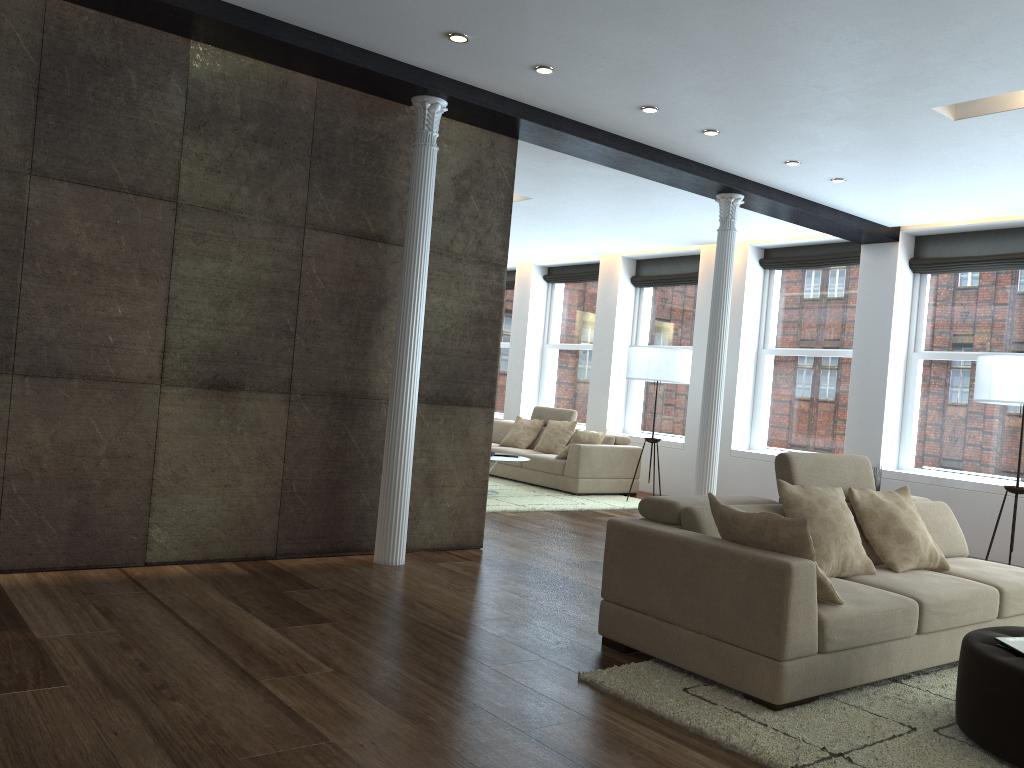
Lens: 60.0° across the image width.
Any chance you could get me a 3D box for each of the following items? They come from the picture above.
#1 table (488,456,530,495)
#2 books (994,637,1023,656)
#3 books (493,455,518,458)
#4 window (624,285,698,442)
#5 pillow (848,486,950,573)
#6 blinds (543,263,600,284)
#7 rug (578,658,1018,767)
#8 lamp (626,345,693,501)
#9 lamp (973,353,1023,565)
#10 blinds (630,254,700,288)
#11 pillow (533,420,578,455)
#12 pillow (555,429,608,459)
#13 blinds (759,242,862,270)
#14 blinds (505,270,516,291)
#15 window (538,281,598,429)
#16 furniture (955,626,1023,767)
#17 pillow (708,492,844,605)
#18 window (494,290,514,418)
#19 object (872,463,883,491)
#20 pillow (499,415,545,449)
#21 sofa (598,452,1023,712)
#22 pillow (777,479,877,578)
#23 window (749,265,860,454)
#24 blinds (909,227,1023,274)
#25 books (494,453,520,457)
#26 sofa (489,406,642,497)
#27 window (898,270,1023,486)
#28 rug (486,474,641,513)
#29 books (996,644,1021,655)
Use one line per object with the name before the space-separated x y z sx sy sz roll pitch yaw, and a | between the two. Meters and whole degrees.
table | -0.331 0.956 9.460 1.022 0.393 1.022 5 0 7
books | 1.921 0.957 3.173 0.220 0.040 0.301 5 0 -3
books | -0.088 0.776 9.618 0.300 0.010 0.220 5 0 -3
window | 2.010 -0.422 11.322 0.123 2.400 1.345 5 0 -38
pillow | 2.046 0.762 4.728 0.519 0.416 0.368 5 0 -33
blinds | 0.962 -1.586 12.707 0.156 0.275 1.442 5 0 -38
rug | 2.843 1.413 3.721 4.231 0.020 2.972 5 0 -38
lamp | 1.561 0.468 9.769 0.698 1.728 0.698 5 0 -14
lamp | 3.869 0.656 6.770 0.698 1.728 0.698 5 0 -14
blinds | 2.048 -1.438 11.288 0.156 0.393 1.342 5 0 -38
pillow | 0.534 0.648 10.968 0.301 0.439 0.534 5 0 -41
pillow | 0.808 0.690 10.220 0.518 0.393 0.395 5 0 -41
blinds | 3.313 -1.394 9.652 0.156 0.275 1.396 5 0 -38
blinds | -0.147 -1.649 14.144 0.156 0.327 1.377 5 0 -38
window | 0.916 -0.511 12.742 0.123 2.400 1.444 5 0 -38
furniture | 2.179 1.166 3.165 1.057 0.355 1.057 5 0 -36
pillow | 1.090 0.686 3.703 0.395 0.393 0.518 5 0 -34
window | 0.866 0.138 22.815 34.761 17.917 13.698 5 0 -38
object | 3.260 1.087 8.031 0.458 0.781 0.458 5 0 -38
pillow | 0.143 0.627 11.454 0.368 0.416 0.519 5 0 -42
sofa | 1.744 0.855 4.501 2.581 0.950 1.021 5 0 -38
pillow | 1.546 0.707 4.357 0.534 0.439 0.301 5 0 -34
window | 3.269 -0.320 9.685 0.123 2.400 1.391 5 0 -38
blinds | 4.399 -1.246 8.208 0.183 0.395 1.431 5 0 -38
books | -0.088 0.767 9.643 0.300 0.010 0.220 5 0 -23
sofa | 0.359 0.763 11.161 1.018 0.950 2.581 5 0 -38
window | 4.373 -0.230 8.251 0.123 2.400 1.432 5 0 -38
rug | -0.691 1.135 10.401 2.972 0.020 4.231 5 0 -38
books | 1.946 0.967 3.174 0.219 0.031 0.300 5 0 -23
